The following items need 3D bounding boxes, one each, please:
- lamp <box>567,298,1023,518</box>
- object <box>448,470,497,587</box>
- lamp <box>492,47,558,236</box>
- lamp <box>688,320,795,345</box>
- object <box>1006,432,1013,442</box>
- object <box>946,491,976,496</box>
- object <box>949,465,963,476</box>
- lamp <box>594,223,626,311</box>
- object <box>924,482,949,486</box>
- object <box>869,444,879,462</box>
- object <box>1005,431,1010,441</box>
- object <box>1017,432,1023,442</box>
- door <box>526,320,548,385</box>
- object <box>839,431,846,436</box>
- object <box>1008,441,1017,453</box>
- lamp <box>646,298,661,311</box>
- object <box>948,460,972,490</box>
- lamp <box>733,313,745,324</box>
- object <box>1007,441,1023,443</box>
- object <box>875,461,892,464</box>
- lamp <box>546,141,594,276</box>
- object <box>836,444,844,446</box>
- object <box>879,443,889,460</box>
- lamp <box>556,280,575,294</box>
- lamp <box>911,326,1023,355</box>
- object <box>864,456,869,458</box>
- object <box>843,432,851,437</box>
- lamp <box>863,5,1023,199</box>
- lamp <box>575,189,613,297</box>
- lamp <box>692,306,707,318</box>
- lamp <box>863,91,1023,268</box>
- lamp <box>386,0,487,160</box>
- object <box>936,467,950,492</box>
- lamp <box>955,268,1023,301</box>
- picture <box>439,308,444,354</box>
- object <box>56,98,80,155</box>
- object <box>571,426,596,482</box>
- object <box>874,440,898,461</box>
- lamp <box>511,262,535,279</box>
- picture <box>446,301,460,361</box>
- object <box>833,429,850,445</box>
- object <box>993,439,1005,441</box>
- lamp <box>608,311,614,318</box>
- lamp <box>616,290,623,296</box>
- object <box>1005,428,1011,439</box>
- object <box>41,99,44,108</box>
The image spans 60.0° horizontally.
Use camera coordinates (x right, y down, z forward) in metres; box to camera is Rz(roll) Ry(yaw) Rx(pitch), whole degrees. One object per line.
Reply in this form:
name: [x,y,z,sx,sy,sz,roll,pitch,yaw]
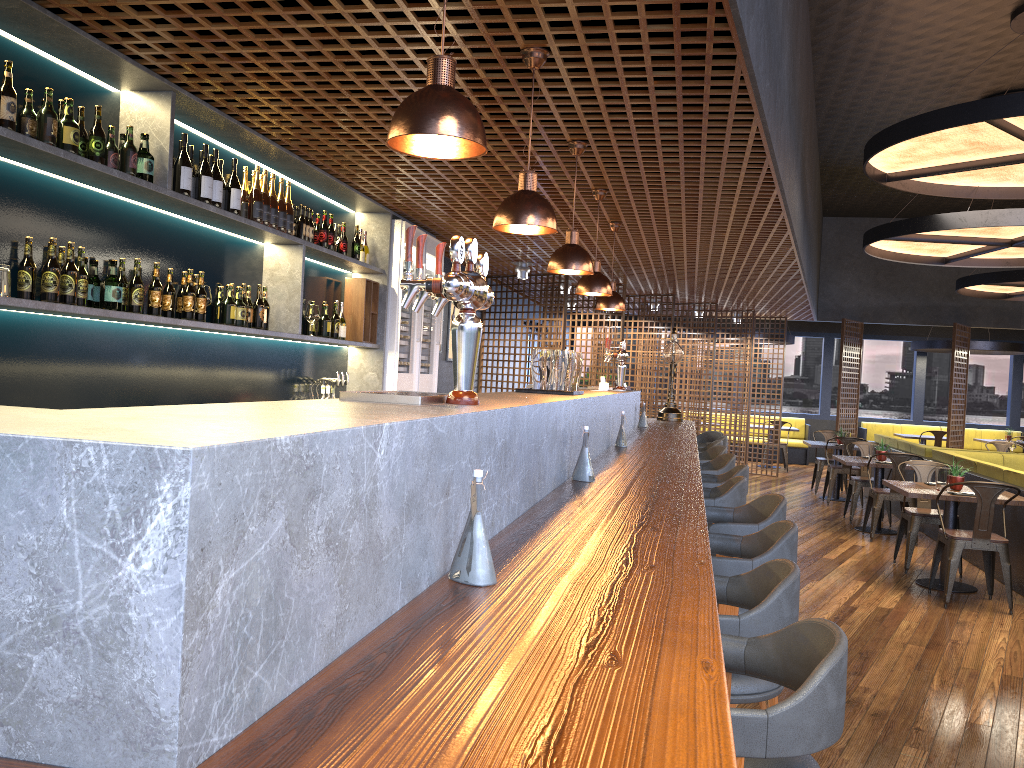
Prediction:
lamp: [4.890,0.270,11.517,9.057,2.714,3.017,3,1,11]
object: [-0.062,0.259,1.610,0.069,0.203,0.114,3,1,-31]
lamp: [0.067,-0.918,3.357,0.250,0.673,0.250,4,1,44]
lamp: [4.452,-1.896,17.030,1.979,2.172,1.979,3,1,18]
object: [8.872,0.945,15.826,0.102,0.178,0.102,3,1,-3]
object: [3.391,0.823,6.695,0.255,0.019,0.157,3,1,11]
object: [3.571,0.749,7.148,0.102,0.178,0.102,3,1,-3]
lamp: [0.788,-0.917,6.946,0.250,0.673,0.250,4,1,44]
object: [3.548,0.825,7.314,0.255,0.019,0.157,3,1,11]
object: [3.870,0.740,9.500,0.102,0.178,0.102,3,1,-3]
object: [9.033,0.951,16.147,0.102,0.178,0.102,3,1,-3]
object: [9.090,0.957,15.881,0.102,0.178,0.102,3,1,-3]
door: [0.399,0.142,15.283,0.052,2.386,2.441,3,1,11]
object: [4.635,0.751,12.450,0.102,0.178,0.102,3,1,27]
object: [6.633,0.855,11.756,0.097,0.206,0.097,3,1,-33]
lamp: [2.097,-1.172,13.111,0.228,0.172,0.228,3,1,11]
object: [3.499,0.700,6.993,0.238,0.271,0.260,3,1,33]
lamp: [3.786,-1.099,14.897,0.228,0.172,0.228,3,1,11]
object: [8.886,1.028,15.661,0.255,0.019,0.157,3,1,11]
object: [3.922,0.824,9.342,0.255,0.019,0.157,3,1,11]
lamp: [0.323,-0.918,4.630,0.250,0.673,0.250,4,1,44]
object: [4.455,0.825,11.997,0.255,0.019,0.157,3,1,11]
object: [4.103,0.750,9.795,0.102,0.178,0.102,3,1,-3]
lamp: [0.674,-1.229,11.258,0.228,0.172,0.228,3,1,11]
lamp: [8.442,-1.670,16.230,1.979,2.172,1.979,3,1,-34]
object: [4.079,0.826,9.961,0.255,0.019,0.157,3,1,11]
object: [4.581,0.751,12.133,0.102,0.178,0.102,3,1,17]
lamp: [4.221,-2.282,6.809,2.778,1.159,2.778,3,1,-28]
lamp: [0.550,-0.918,5.761,0.250,0.673,0.250,4,1,44]
lamp: [2.949,-1.135,13.988,0.228,0.172,0.228,3,1,11]
lamp: [5.049,-2.082,8.889,2.778,1.475,2.778,3,1,15]
lamp: [-0.167,-0.919,2.187,0.250,0.673,0.250,3,1,-1]
object: [3.323,0.738,6.850,0.102,0.178,0.102,3,1,-43]
lamp: [7.592,-1.976,11.991,2.778,1.475,2.778,3,1,12]
picture: [-0.835,-0.726,8.931,0.028,0.809,1.039,3,1,11]
object: [-1.734,-0.999,3.458,0.088,0.224,0.088,3,1,6]
object: [0.267,0.259,3.315,0.069,0.203,0.114,3,1,-28]
object: [4.046,0.702,9.661,0.260,0.271,0.238,3,1,13]
lamp: [0.117,-1.244,9.744,0.228,0.172,0.228,3,1,11]
picture: [-0.586,-0.602,10.203,0.028,0.697,1.039,3,1,11]
object: [4.573,0.703,12.285,0.260,0.271,0.238,3,1,13]
object: [9.010,1.027,16.313,0.255,0.019,0.157,3,1,11]
lamp: [1.656,-1.217,15.119,0.228,0.172,0.228,3,1,11]
lamp: [1.425,-1.198,12.177,0.228,0.172,0.228,3,1,11]
object: [8.966,0.902,15.985,0.238,0.271,0.260,3,1,33]
object: [-1.837,-1.005,3.487,0.088,0.224,0.088,3,1,6]
